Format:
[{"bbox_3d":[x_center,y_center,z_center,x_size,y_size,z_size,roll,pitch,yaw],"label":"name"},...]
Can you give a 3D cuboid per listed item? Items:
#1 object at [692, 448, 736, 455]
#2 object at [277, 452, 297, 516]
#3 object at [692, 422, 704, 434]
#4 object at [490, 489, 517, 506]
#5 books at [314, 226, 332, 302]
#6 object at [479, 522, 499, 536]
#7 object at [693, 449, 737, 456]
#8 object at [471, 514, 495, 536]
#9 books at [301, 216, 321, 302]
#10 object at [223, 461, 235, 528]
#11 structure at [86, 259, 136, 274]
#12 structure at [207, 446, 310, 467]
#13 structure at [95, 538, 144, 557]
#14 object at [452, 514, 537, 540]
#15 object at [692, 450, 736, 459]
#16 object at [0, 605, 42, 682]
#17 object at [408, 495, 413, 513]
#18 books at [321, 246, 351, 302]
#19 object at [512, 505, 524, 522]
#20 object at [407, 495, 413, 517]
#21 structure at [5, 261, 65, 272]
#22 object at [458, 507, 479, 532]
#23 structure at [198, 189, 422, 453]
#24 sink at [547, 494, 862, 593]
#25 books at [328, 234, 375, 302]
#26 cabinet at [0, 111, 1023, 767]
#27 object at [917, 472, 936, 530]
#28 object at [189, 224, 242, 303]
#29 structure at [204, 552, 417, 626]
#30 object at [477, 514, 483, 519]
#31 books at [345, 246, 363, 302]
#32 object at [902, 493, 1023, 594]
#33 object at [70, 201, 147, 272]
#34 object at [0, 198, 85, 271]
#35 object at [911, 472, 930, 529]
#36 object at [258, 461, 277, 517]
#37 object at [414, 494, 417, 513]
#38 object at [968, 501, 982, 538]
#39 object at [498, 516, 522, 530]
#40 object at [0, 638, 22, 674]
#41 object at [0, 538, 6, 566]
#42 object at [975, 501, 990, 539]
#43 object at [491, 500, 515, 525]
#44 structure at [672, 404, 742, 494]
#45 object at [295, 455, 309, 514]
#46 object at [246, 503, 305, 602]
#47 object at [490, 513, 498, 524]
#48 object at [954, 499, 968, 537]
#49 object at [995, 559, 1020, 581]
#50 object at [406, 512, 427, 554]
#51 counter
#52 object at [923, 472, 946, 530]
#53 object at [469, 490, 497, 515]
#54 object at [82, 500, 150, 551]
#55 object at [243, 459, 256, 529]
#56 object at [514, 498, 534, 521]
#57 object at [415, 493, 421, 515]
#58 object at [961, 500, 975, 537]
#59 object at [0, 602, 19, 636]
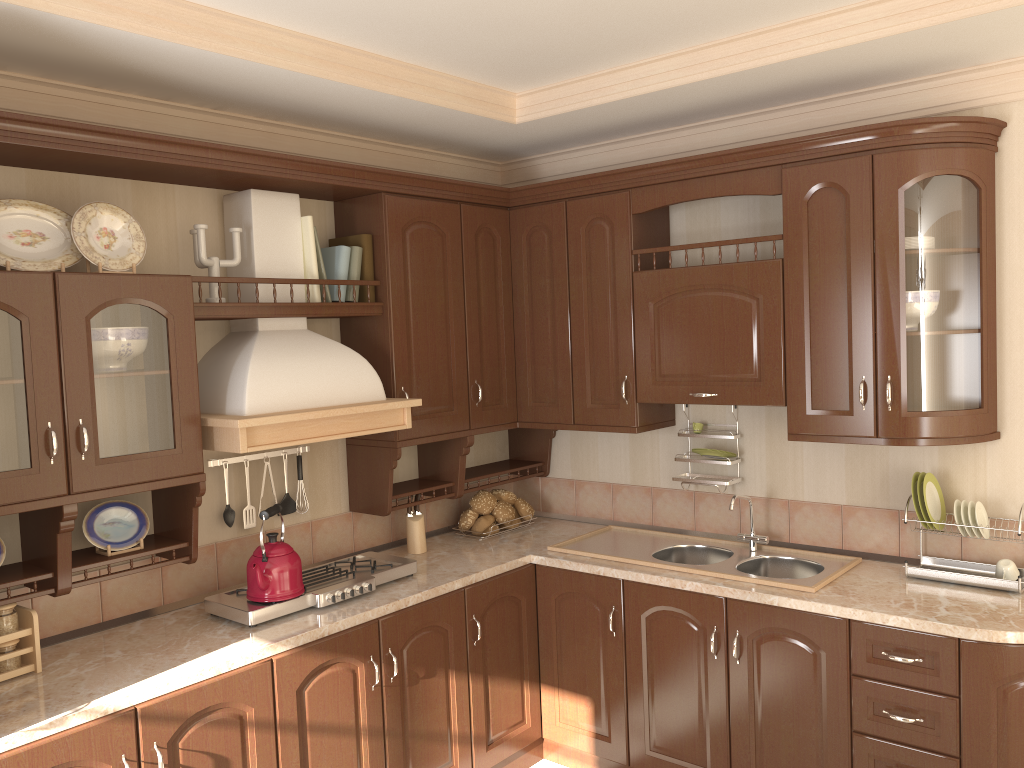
[{"bbox_3d":[0.798,0.270,3.504,0.174,0.051,0.167,1,4,40],"label":"object"},{"bbox_3d":[-0.836,0.368,3.263,0.028,0.236,0.088,0,4,40],"label":"object"},{"bbox_3d":[0.752,0.177,3.582,0.044,0.051,0.049,-2,3,9],"label":"object"},{"bbox_3d":[-0.047,0.506,3.963,0.125,0.078,0.112,0,4,34],"label":"object"},{"bbox_3d":[-0.745,-0.424,3.216,0.194,0.271,0.068,1,4,40],"label":"books"},{"bbox_3d":[-0.114,0.622,3.852,0.119,0.058,0.114,-2,3,5],"label":"object"},{"bbox_3d":[0.798,0.273,3.504,0.174,0.051,0.167,1,4,40],"label":"object"},{"bbox_3d":[-0.124,0.606,3.806,0.104,0.092,0.114,-2,3,-3],"label":"object"},{"bbox_3d":[-0.766,-0.439,3.181,0.194,0.305,0.042,1,4,40],"label":"books"},{"bbox_3d":[-0.983,0.382,3.066,0.015,0.231,0.048,1,4,41],"label":"object"},{"bbox_3d":[-1.170,-0.379,2.583,0.080,0.126,0.110,1,4,40],"label":"structure"},{"bbox_3d":[-0.899,0.258,3.179,0.008,0.020,0.422,1,4,40],"label":"structure"},{"bbox_3d":[-1.182,0.440,2.665,0.080,0.126,0.110,1,4,40],"label":"structure"},{"bbox_3d":[-0.072,0.619,3.911,0.199,0.060,0.364,1,4,40],"label":"object"},{"bbox_3d":[0.797,0.276,3.503,0.174,0.051,0.167,1,4,40],"label":"object"},{"bbox_3d":[-1.418,0.709,2.335,0.140,0.170,0.276,0,4,36],"label":"object"},{"bbox_3d":[-0.413,0.540,3.629,0.027,0.191,0.052,-3,3,-4],"label":"object"},{"bbox_3d":[-0.683,-0.399,3.280,0.205,0.209,0.086,1,4,40],"label":"books"},{"bbox_3d":[-0.008,0.585,4.017,0.125,0.100,0.091,0,4,35],"label":"object"},{"bbox_3d":[-0.413,0.552,3.599,0.027,0.198,0.053,-1,4,24],"label":"object"},{"bbox_3d":[-1.341,-0.365,2.465,0.080,0.126,0.154,1,4,40],"label":"structure"},{"bbox_3d":[-0.187,0.589,3.840,0.092,0.109,0.123,-2,3,8],"label":"object"},{"bbox_3d":[-0.752,-0.239,3.029,0.455,0.845,0.753,1,4,40],"label":"structure"},{"bbox_3d":[0.693,0.581,3.342,1.077,0.348,0.448,1,4,40],"label":"sink"},{"bbox_3d":[-0.604,-0.430,3.364,0.205,0.254,0.052,1,4,40],"label":"books"},{"bbox_3d":[-0.120,0.422,2.284,2.436,2.313,3.226,1,4,40],"label":"cabinet"},{"bbox_3d":[1.391,0.390,2.963,0.047,0.188,0.193,1,4,41],"label":"object"},{"bbox_3d":[-0.973,-0.383,2.869,0.174,0.248,0.163,-2,3,3],"label":"object"},{"bbox_3d":[-0.647,0.684,3.028,0.325,0.054,0.710,1,4,40],"label":"structure"},{"bbox_3d":[-0.126,0.552,3.926,0.110,0.092,0.113,-2,3,2],"label":"object"},{"bbox_3d":[-0.643,-0.402,3.314,0.205,0.209,0.080,1,4,40],"label":"books"},{"bbox_3d":[1.485,0.505,2.892,0.359,0.275,0.172,1,4,41],"label":"object"},{"bbox_3d":[-1.173,-0.430,2.584,0.068,0.210,0.220,0,4,38],"label":"object"},{"bbox_3d":[-1.346,-0.414,2.466,0.073,0.209,0.342,1,4,41],"label":"object"},{"bbox_3d":[1.377,0.390,2.976,0.047,0.188,0.193,1,4,41],"label":"object"},{"bbox_3d":[-0.882,0.376,3.189,0.005,0.195,0.089,1,4,40],"label":"object"},{"bbox_3d":[-0.394,0.533,3.653,0.022,0.159,0.050,-2,3,10],"label":"object"},{"bbox_3d":[1.500,0.439,2.873,0.034,0.119,0.123,0,4,40],"label":"object"},{"bbox_3d":[-0.014,0.614,3.943,0.105,0.060,0.103,0,4,35],"label":"object"},{"bbox_3d":[-1.369,0.731,2.401,0.068,0.088,0.068,-5,4,-34],"label":"object"},{"bbox_3d":[-1.453,0.453,2.353,0.071,0.143,0.202,0,4,38],"label":"object"},{"bbox_3d":[1.516,0.439,2.859,0.034,0.119,0.123,0,4,40],"label":"object"},{"bbox_3d":[-0.041,0.561,3.871,0.110,0.102,0.115,-4,4,-21],"label":"object"},{"bbox_3d":[0.773,0.251,3.542,0.256,0.361,0.131,1,4,40],"label":"structure"},{"bbox_3d":[-0.787,0.375,3.301,0.049,0.219,0.049,-1,4,18],"label":"object"},{"bbox_3d":[-0.756,0.535,2.826,0.181,0.282,0.227,-4,4,-27],"label":"object"},{"bbox_3d":[-0.074,0.593,3.953,0.098,0.094,0.114,-1,4,20],"label":"object"},{"bbox_3d":[1.468,0.438,2.901,0.034,0.119,0.123,0,4,40],"label":"object"},{"bbox_3d":[1.598,0.600,2.859,0.073,0.072,0.085,-2,3,4],"label":"object"},{"bbox_3d":[-0.394,0.603,3.615,0.078,0.148,0.151,-3,3,-12],"label":"object"},{"bbox_3d":[0.095,0.738,2.527,2.422,0.034,2.603,1,4,40],"label":"counter"},{"bbox_3d":[1.405,0.390,2.951,0.047,0.188,0.193,1,4,41],"label":"object"},{"bbox_3d":[-0.124,0.514,3.845,0.100,0.105,0.118,0,4,35],"label":"object"},{"bbox_3d":[-1.188,0.424,2.665,0.071,0.143,0.202,0,4,38],"label":"object"},{"bbox_3d":[-0.931,0.388,3.132,0.003,0.245,0.051,1,4,40],"label":"object"},{"bbox_3d":[0.053,0.563,3.982,0.097,0.106,0.117,-3,3,-4],"label":"object"},{"bbox_3d":[-0.382,0.545,3.618,0.027,0.198,0.053,-1,4,24],"label":"object"},{"bbox_3d":[1.484,0.439,2.887,0.034,0.119,0.123,1,5,42],"label":"object"},{"bbox_3d":[-1.373,0.630,2.395,0.068,0.088,0.068,-5,4,-34],"label":"object"}]
